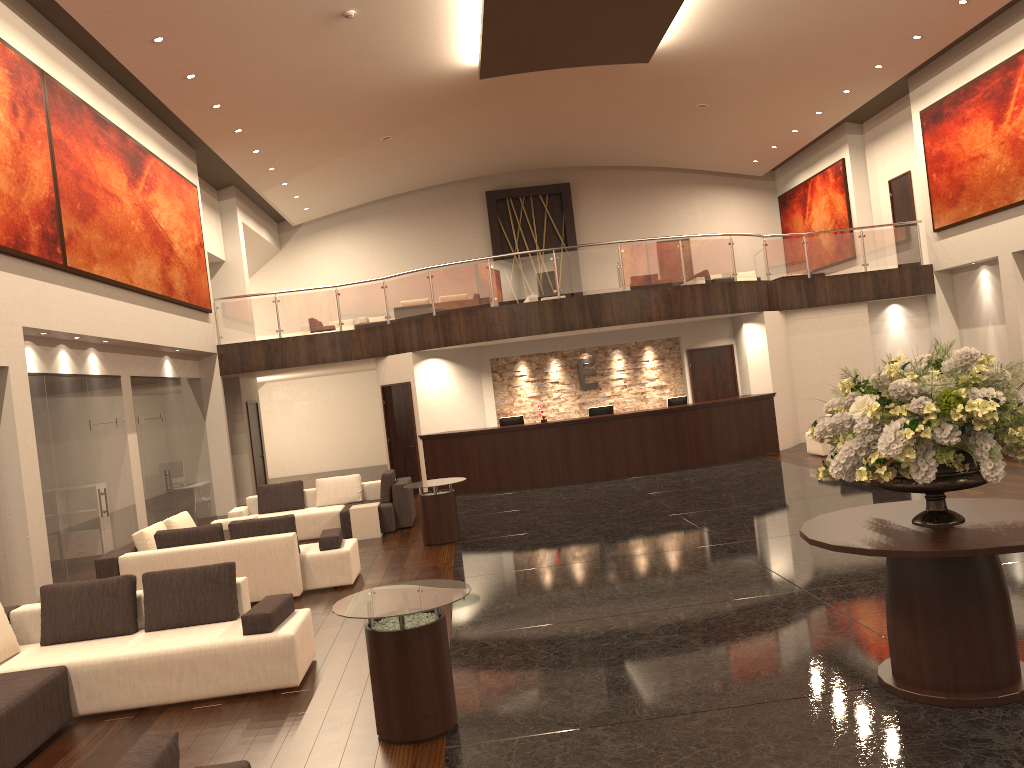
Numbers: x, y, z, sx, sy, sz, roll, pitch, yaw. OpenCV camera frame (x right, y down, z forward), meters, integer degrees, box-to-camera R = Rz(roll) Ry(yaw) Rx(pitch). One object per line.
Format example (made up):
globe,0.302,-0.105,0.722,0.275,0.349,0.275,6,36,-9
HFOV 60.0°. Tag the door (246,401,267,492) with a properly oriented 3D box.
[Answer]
door,-5.811,1.515,20.200,0.104,2.232,0.990,-7,0,-3

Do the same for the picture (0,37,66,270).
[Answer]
picture,-5.626,-2.684,8.809,0.070,2.526,4.515,-7,0,-3

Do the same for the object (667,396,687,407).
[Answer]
object,3.231,0.495,17.244,0.483,0.485,0.189,-7,0,-28

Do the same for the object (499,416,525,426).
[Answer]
object,0.013,0.874,17.154,0.483,0.485,0.189,-7,0,12

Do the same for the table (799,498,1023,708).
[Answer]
table,2.494,1.244,5.093,1.498,0.921,1.498,-7,0,-12

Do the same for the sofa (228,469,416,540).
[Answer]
sofa,-2.953,1.890,13.517,2.846,0.862,1.291,-7,0,-3

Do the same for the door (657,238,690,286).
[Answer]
door,4.970,-3.220,26.651,0.990,2.232,0.104,-7,0,-3

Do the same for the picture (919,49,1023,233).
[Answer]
picture,8.805,-4.405,15.147,0.070,2.526,6.485,-7,0,-3

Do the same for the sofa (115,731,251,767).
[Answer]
sofa,-2.359,1.854,2.955,2.846,0.862,1.291,-7,0,-3

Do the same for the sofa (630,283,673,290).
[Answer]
sofa,3.316,-2.326,23.530,1.291,0.862,2.846,-7,0,-3

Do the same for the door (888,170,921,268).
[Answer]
door,9.031,-3.678,20.364,0.104,2.232,0.990,-7,0,-3

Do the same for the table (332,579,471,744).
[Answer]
table,-0.612,1.673,5.319,0.833,0.795,0.844,-7,0,-42

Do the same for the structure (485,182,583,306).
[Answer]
structure,0.706,-3.727,26.323,2.524,4.236,0.187,-7,0,-3

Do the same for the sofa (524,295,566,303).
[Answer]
sofa,1.004,-2.053,23.523,1.291,0.862,2.846,-7,0,-3

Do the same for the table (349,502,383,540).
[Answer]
table,-2.115,1.996,12.905,0.400,0.460,0.400,-7,0,-3

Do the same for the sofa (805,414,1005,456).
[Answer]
sofa,6.822,0.732,15.229,2.586,0.862,3.366,-7,0,-3

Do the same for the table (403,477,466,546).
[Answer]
table,-0.970,1.694,11.701,0.833,0.795,0.844,-7,0,36

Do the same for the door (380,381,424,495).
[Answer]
door,-2.190,1.097,17.701,0.104,2.232,0.990,-7,0,-43

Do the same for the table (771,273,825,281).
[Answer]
table,7.251,-2.544,22.634,1.100,0.380,1.100,-7,0,-3

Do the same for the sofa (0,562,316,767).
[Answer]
sofa,-2.793,1.897,5.553,2.586,0.862,3.366,-7,0,-3

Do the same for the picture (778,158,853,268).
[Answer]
picture,8.286,-4.374,24.369,0.070,2.526,4.515,-7,0,-3

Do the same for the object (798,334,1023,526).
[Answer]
object,2.350,0.246,5.090,1.402,1.097,1.453,-7,0,43

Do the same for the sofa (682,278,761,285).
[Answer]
sofa,6.375,-2.686,23.678,3.366,0.862,2.586,-7,0,-3

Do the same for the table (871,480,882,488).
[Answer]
table,5.094,0.978,12.044,0.833,0.795,0.844,-7,0,36

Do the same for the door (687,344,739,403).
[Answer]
door,4.266,0.331,18.553,0.990,2.232,0.104,-7,0,-3

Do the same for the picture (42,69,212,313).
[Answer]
picture,-5.935,-2.666,14.313,0.070,2.526,6.485,-7,0,-3

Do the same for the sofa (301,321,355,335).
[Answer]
sofa,-3.916,-1.475,24.123,3.366,0.862,2.586,-7,0,-3

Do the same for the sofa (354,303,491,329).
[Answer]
sofa,-2.243,-1.668,22.715,3.366,0.862,2.586,-7,0,-3

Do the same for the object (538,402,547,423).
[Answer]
object,0.568,0.529,16.653,0.163,0.390,0.165,-7,0,5

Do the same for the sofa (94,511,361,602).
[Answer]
sofa,-3.111,1.917,10.894,2.586,0.862,3.366,-7,0,-3

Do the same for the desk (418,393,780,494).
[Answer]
desk,1.793,1.162,17.164,7.146,1.171,1.674,-7,0,-2

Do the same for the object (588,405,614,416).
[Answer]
object,1.724,0.673,16.980,0.483,0.485,0.189,-7,0,-3
